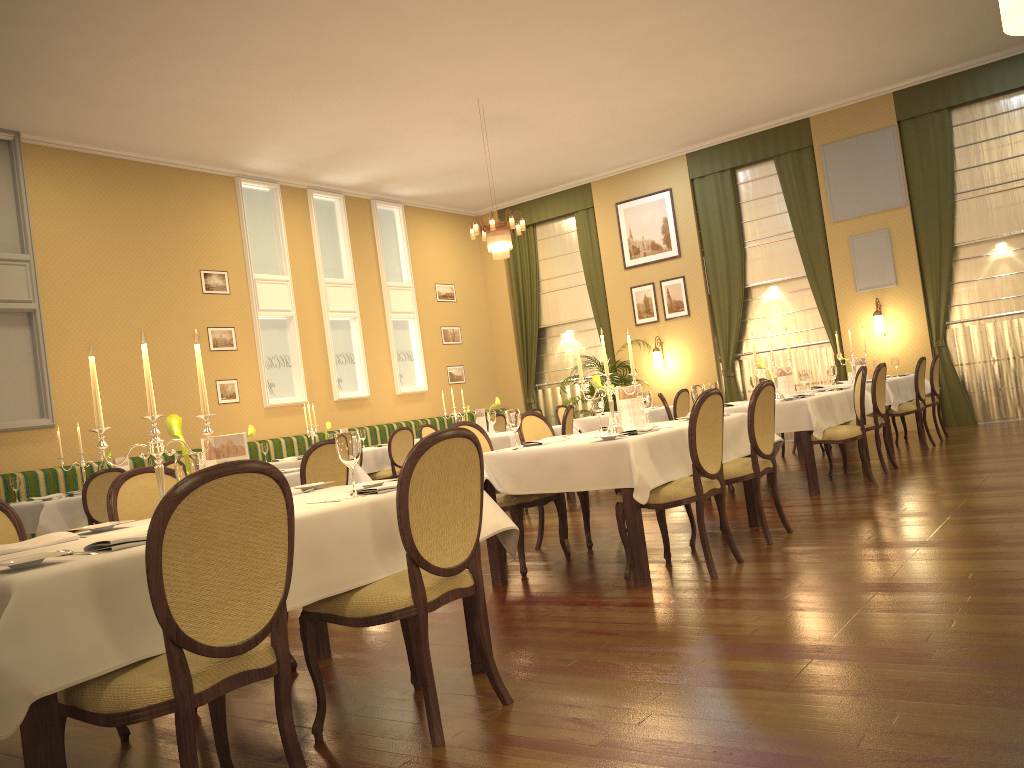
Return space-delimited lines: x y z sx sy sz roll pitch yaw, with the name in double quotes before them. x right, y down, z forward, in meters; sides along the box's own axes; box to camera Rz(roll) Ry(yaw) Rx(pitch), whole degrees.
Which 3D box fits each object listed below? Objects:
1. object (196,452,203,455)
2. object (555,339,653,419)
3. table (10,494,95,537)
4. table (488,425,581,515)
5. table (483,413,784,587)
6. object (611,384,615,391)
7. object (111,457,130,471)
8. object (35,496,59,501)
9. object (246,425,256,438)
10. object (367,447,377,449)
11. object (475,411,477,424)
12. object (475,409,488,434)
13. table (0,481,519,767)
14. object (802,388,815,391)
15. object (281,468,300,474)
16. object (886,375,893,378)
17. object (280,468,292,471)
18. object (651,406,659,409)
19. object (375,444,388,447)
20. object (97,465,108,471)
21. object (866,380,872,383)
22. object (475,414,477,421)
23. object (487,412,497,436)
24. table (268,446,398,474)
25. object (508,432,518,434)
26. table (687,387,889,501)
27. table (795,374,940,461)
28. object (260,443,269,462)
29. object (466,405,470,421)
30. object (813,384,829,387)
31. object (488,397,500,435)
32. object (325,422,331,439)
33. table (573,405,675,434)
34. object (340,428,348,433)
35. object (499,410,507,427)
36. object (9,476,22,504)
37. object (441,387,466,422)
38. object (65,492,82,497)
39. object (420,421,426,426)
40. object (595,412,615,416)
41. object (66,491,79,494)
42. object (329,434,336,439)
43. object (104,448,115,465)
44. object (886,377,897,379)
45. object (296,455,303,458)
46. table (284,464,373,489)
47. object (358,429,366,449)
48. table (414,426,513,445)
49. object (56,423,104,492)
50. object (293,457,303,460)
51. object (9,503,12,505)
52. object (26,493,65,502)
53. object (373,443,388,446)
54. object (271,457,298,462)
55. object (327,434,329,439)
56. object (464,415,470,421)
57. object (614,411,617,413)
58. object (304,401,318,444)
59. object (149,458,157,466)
"object" -2.249 0.606 6.434 0.088 0.229 0.088 -8 -2 -7
"object" 1.480 0.276 13.491 1.496 1.807 1.552 -8 -2 16
"table" -3.546 1.323 8.070 1.385 0.759 2.152 -9 -2 35
"table" -0.043 0.871 8.888 1.389 0.759 1.395 -9 -2 37
"table" 0.779 0.662 5.490 1.385 0.759 2.152 -9 -2 35
"object" 1.322 0.182 11.150 0.076 0.375 0.163 -7 -2 -33
"object" -3.585 0.812 8.095 0.166 0.277 0.081 -8 -2 7
"object" -3.811 0.946 7.272 0.160 0.024 0.160 -9 -2 35
"object" -1.927 0.488 6.435 0.163 0.375 0.076 -8 -2 12
"object" -1.649 0.747 10.370 0.185 0.010 0.017 -9 -2 35
"object" -0.476 0.517 12.550 0.081 0.277 0.166 -6 -2 -38
"object" -0.309 0.390 8.879 0.081 0.277 0.166 -7 -2 -8
"table" -0.952 0.827 3.021 1.385 0.759 2.152 -9 -2 35
"object" 3.223 0.063 9.683 0.181 0.015 0.038 -9 -2 37
"object" -1.576 0.612 6.161 0.142 0.024 0.273 -9 -2 35
"object" 4.443 -0.082 10.521 0.160 0.024 0.160 -9 -2 35
"object" -1.668 0.629 6.356 0.160 0.024 0.160 -9 -2 35
"object" 1.689 0.305 10.954 0.142 0.024 0.273 -9 -2 35
"object" -1.487 0.723 10.487 0.142 0.024 0.273 -9 -2 35
"object" -3.547 0.818 7.702 0.088 0.229 0.088 -8 -2 -7
"object" 3.761 -0.024 9.322 0.160 0.024 0.160 -9 -2 35
"object" -0.449 0.523 12.119 0.088 0.229 0.088 -8 -2 -7
"object" -0.188 0.386 8.549 0.088 0.229 0.088 -7 -2 -13
"table" -1.995 1.175 10.281 1.385 0.759 2.152 -9 -2 35
"object" 0.006 0.470 8.530 0.185 0.010 0.017 -9 -2 35
"table" 2.494 0.499 7.934 1.385 0.759 2.152 -9 -2 35
"table" 4.027 0.353 10.120 1.385 0.759 2.152 -9 -2 35
"object" -2.758 0.774 9.915 0.088 0.229 0.088 -8 -2 -7
"object" -0.621 0.486 12.560 0.076 0.375 0.163 -8 -2 22
"object" 3.548 0.030 10.194 0.160 0.024 0.160 -9 -2 35
"object" -0.183 0.322 8.921 0.163 0.375 0.076 -8 -2 12
"object" -2.135 0.627 10.287 0.076 0.375 0.163 -7 -2 -33
"table" 1.504 0.723 11.094 1.389 0.759 1.395 -9 -2 37
"object" -1.955 0.657 10.420 0.081 0.277 0.166 -8 -2 -3
"object" -0.123 0.489 12.465 0.088 0.229 0.088 -8 -2 -7
"object" -4.308 0.922 7.705 0.088 0.229 0.088 -8 -2 -7
"object" -0.795 0.364 12.270 0.390 0.655 0.131 -9 -2 41
"object" -3.624 0.925 7.531 0.142 0.033 0.273 -9 -2 35
"object" -1.210 0.627 12.122 0.088 0.229 0.088 -8 -2 -7
"object" 1.182 0.379 11.284 0.142 0.033 0.273 -9 -2 35
"object" -4.024 1.000 8.144 0.160 0.024 0.160 -9 -2 35
"object" -1.996 0.671 9.912 0.088 0.229 0.088 -8 -2 -7
"object" -3.741 0.786 8.227 0.076 0.375 0.163 -8 -2 17
"object" 4.270 -0.066 10.063 0.185 0.010 0.017 -9 -2 35
"object" -2.474 0.852 10.355 0.160 0.024 0.160 -9 -2 35
"table" -1.786 1.036 6.403 1.389 0.759 1.395 -9 -2 37
"object" -1.731 0.646 10.307 0.088 0.229 0.088 -8 -2 -7
"table" -0.447 1.028 12.487 1.385 0.759 2.152 -9 -2 35
"object" -3.868 0.658 7.974 0.390 0.655 0.131 -7 -2 -36
"object" -2.261 0.798 9.482 0.160 0.024 0.160 -9 -2 35
"object" -4.349 1.033 7.633 0.181 0.015 0.038 -9 -2 37
"object" -4.128 1.003 7.848 0.142 0.033 0.273 -9 -2 35
"object" -1.579 0.740 10.682 0.160 0.024 0.160 -9 -2 35
"object" -2.578 0.855 10.059 0.142 0.033 0.273 -9 -2 35
"object" -2.192 0.720 10.714 0.088 0.229 0.088 -7 -2 -13
"object" -0.644 0.573 12.921 0.088 0.229 0.088 -8 -2 -7
"object" 1.313 0.371 11.521 0.160 0.024 0.160 -9 -2 35
"object" -2.291 0.506 10.124 0.131 0.655 0.390 -6 -2 -41
"object" -3.258 0.790 8.097 0.088 0.229 0.088 -8 -2 -7
